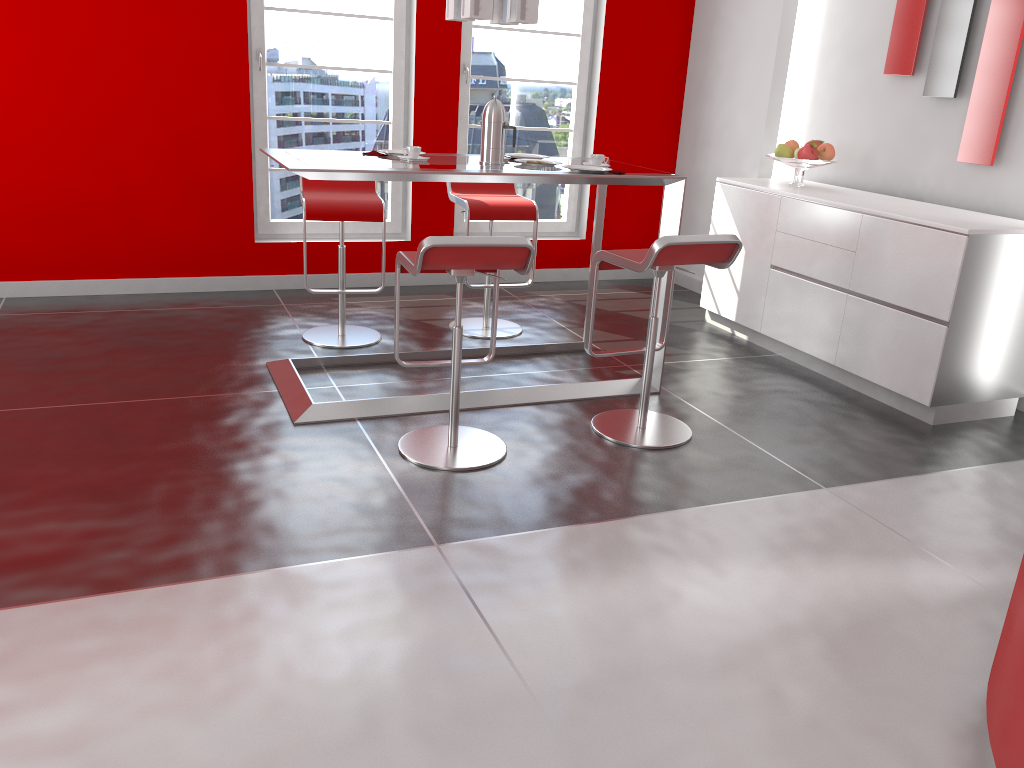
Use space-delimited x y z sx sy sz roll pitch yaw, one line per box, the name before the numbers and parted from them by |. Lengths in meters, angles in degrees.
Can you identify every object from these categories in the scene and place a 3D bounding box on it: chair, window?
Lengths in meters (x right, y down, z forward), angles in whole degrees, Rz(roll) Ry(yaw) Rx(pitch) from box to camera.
chair | -0.196 -0.150 3.254 0.418 0.857 0.460 -3 20 -18
chair | 0.578 -0.208 3.566 0.418 0.857 0.460 -6 21 -27
chair | -0.130 -0.727 4.942 0.418 0.857 0.460 -3 20 -20
window | -1.115 -1.943 5.454 0.938 2.038 0.117 -4 21 -22
chair | -0.886 -0.662 4.613 0.418 0.857 0.460 -2 20 -15
window | 0.085 -2.035 5.946 0.938 2.038 0.117 -4 21 -22

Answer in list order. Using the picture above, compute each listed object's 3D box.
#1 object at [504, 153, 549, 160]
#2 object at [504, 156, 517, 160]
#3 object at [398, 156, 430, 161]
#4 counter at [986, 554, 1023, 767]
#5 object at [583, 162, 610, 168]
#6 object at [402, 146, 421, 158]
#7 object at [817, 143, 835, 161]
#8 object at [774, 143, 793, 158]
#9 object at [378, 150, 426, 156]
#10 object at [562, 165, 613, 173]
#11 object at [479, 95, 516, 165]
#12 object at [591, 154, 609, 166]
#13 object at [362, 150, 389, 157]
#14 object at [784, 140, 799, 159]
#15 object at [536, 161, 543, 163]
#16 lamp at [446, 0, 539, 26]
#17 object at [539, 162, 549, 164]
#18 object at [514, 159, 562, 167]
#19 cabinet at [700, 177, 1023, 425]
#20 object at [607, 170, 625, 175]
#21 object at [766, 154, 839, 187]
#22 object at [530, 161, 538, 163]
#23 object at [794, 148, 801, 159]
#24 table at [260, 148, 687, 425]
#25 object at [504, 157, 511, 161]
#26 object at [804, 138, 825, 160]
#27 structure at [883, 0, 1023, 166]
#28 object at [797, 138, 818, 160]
object | 0.071 -1.084 4.236 0.217 0.015 0.217 20 25 39
object | -0.058 -1.074 4.187 0.095 0.012 0.234 -5 21 -23
object | -0.423 -0.968 3.809 0.119 0.016 0.119 -13 25 -41
counter | 1.935 0.530 1.638 1.868 0.880 2.865 7 19 10
object | 0.384 -0.991 4.024 0.119 0.016 0.119 2 19 -4
object | -0.429 -0.992 3.801 0.078 0.049 0.062 3 19 -1
object | 1.755 -1.290 4.938 0.121 0.101 0.097 -14 26 -42
object | 1.522 -1.301 4.964 0.100 0.086 0.083 13 21 24
object | -0.496 -1.039 3.998 0.217 0.015 0.217 4 19 0
object | 0.323 -0.921 3.809 0.217 0.015 0.217 8 19 12
object | -0.064 -1.104 3.848 0.149 0.287 0.113 -1 20 -15
object | 0.392 -1.014 4.020 0.078 0.049 0.062 -4 21 -23
object | -0.625 -1.028 3.948 0.095 0.012 0.234 -5 21 -23
object | 1.600 -1.345 5.082 0.096 0.105 0.117 5 19 5
object | 0.124 -0.993 3.967 0.036 0.006 0.034 8 19 13
lamp | -0.058 -1.999 3.545 0.304 1.025 0.304 -4 21 -22
object | 0.141 -0.979 3.931 0.034 0.006 0.036 -9 23 -33
object | 0.117 -0.985 3.957 0.217 0.015 0.217 8 19 13
cabinet | 1.809 -0.538 4.722 0.610 0.880 1.802 -4 21 -22
object | 0.453 -0.927 3.856 0.095 0.012 0.234 -4 21 -22
object | 1.629 -1.203 5.022 0.398 0.159 0.398 13 21 24
object | 0.099 -0.982 3.930 0.036 0.006 0.034 4 19 0
object | 1.640 -1.297 5.019 0.086 0.079 0.084 5 19 4
table | -0.205 -0.497 4.041 1.700 1.000 0.800 -4 21 -22
object | -0.074 -1.032 4.058 0.119 0.016 0.119 -5 21 -25
object | 1.718 -1.340 5.051 0.117 0.129 0.150 12 21 22
structure | 2.203 -1.888 4.372 0.040 1.503 0.820 -4 21 -22
object | 1.630 -1.290 4.895 0.097 0.133 0.117 -9 23 -32
